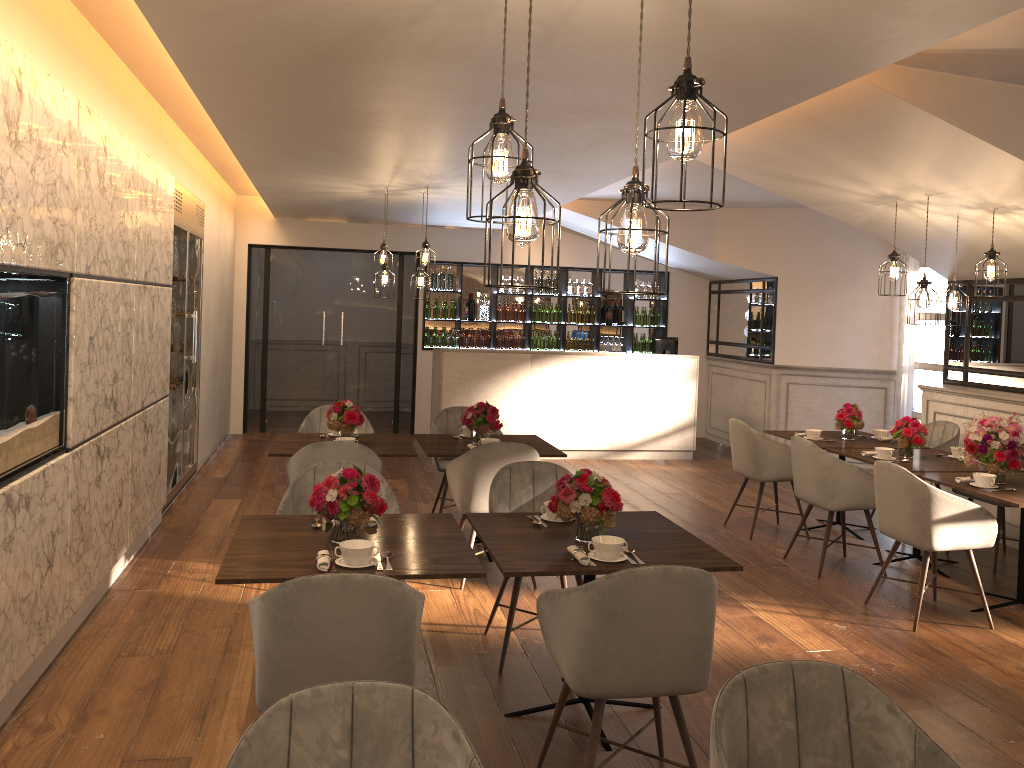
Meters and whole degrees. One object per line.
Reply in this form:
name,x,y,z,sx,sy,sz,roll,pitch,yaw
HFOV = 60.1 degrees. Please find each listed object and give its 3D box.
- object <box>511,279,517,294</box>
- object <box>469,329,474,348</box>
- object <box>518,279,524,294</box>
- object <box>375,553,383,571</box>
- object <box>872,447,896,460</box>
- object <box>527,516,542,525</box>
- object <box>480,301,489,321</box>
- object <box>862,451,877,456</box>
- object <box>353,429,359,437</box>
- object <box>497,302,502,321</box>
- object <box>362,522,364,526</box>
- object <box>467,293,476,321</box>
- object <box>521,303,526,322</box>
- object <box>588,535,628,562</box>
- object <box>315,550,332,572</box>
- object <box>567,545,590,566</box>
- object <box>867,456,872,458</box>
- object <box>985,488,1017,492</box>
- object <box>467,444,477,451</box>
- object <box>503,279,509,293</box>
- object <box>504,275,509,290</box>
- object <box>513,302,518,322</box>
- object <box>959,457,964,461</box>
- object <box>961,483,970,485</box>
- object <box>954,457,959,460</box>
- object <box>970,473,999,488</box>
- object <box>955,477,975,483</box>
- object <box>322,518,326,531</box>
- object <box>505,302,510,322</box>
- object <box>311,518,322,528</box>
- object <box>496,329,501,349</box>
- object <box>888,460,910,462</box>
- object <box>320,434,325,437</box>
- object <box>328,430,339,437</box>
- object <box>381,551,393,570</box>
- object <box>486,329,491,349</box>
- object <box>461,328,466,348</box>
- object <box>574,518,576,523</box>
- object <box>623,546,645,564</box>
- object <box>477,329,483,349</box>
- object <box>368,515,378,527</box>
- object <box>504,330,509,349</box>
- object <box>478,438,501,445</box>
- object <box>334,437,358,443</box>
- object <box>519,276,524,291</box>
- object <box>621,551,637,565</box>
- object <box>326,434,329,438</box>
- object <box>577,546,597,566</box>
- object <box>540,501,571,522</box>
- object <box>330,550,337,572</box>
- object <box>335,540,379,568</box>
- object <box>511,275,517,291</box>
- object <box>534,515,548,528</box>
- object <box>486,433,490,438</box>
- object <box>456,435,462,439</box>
object,0.024,-1.277,11.561,0.070,0.190,0.041,2,2,-12
object,-0.521,-0.593,11.503,0.065,0.261,0.066,1,2,-33
object,0.122,-1.275,11.581,0.070,0.190,0.041,2,2,-12
object,-0.474,0.630,3.143,0.022,0.004,0.211,1,5,-12
object,2.510,0.471,5.967,0.148,0.072,0.148,4,5,31
object,0.091,0.588,3.833,0.043,0.015,0.198,1,5,-15
object,-0.360,-0.961,11.522,0.108,0.281,0.108,3,2,34
object,2.486,0.478,6.079,0.175,0.039,0.056,1,4,-12
object,-1.089,0.343,6.160,0.056,0.039,0.176,1,5,-12
object,-0.168,-0.949,11.564,0.065,0.261,0.066,1,2,-33
object,-0.622,0.569,3.697,0.025,0.024,0.193,1,5,-12
object,-0.523,-1.004,11.493,0.104,0.359,0.104,1,2,-40
object,0.156,-0.943,11.630,0.065,0.261,0.066,1,2,-33
object,0.356,0.614,3.285,0.148,0.072,0.148,4,5,31
object,-0.656,0.611,3.078,0.056,0.039,0.176,1,5,-12
object,0.244,0.628,3.263,0.056,0.039,0.176,1,5,-12
object,2.502,0.488,6.047,0.192,0.024,0.025,1,3,-12
object,2.737,0.592,4.947,0.197,0.015,0.043,1,5,-15
object,-0.256,0.410,5.710,0.056,0.039,0.176,1,5,-12
object,-0.075,-1.278,11.541,0.070,0.190,0.041,2,2,-12
object,-0.073,-1.315,11.540,0.069,0.208,0.040,2,2,-12
object,0.048,-0.945,11.608,0.065,0.261,0.066,1,2,-33
object,3.121,0.507,6.013,0.175,0.039,0.056,1,4,-12
object,2.689,0.570,5.134,0.192,0.024,0.025,1,3,-12
object,3.104,0.510,6.045,0.192,0.024,0.025,1,3,-12
object,2.696,0.553,5.054,0.148,0.072,0.148,4,5,31
object,2.672,0.560,5.166,0.175,0.039,0.056,1,4,-12
object,-0.773,0.578,3.649,0.022,0.004,0.211,1,5,-12
object,-0.060,-0.947,11.586,0.065,0.261,0.066,1,2,-33
object,-0.808,0.571,3.649,0.043,0.015,0.198,1,5,-15
object,-0.181,-0.587,11.572,0.065,0.261,0.066,1,2,-33
object,2.550,0.510,5.861,0.197,0.015,0.043,1,5,-15
object,-1.301,0.352,6.097,0.043,0.015,0.198,1,5,-8
object,-1.200,0.324,6.137,0.148,0.072,0.148,3,4,11
object,-0.438,0.626,3.143,0.043,0.015,0.198,1,5,-15
object,-0.305,-0.589,11.547,0.065,0.261,0.066,1,2,-33
object,-0.629,-0.595,11.480,0.065,0.261,0.066,1,2,-33
object,0.278,0.586,3.882,0.025,0.024,0.193,1,5,-12
object,0.462,0.643,3.328,0.043,0.015,0.198,1,5,-15
object,-0.413,-0.591,11.525,0.065,0.261,0.066,1,2,-33
object,-0.590,0.562,3.713,0.056,0.039,0.176,1,5,-12
object,-0.073,-0.585,11.594,0.065,0.261,0.066,1,2,-33
object,-0.144,0.395,5.732,0.148,0.072,0.148,4,5,31
object,-1.043,0.378,5.548,0.148,0.072,0.148,4,5,31
object,0.124,-1.311,11.580,0.069,0.208,0.040,2,2,-12
object,0.426,0.647,3.328,0.022,0.004,0.211,1,5,-12
object,-1.273,0.359,6.096,0.022,0.004,0.211,1,5,-12
object,0.276,0.635,3.279,0.025,0.024,0.193,1,5,-12
object,0.199,0.560,3.874,0.148,0.072,0.148,4,5,31
object,-0.624,0.618,3.095,0.025,0.024,0.193,1,5,-12
object,-0.543,0.596,3.101,0.148,0.072,0.148,4,5,31
object,0.025,-1.313,11.560,0.069,0.208,0.040,2,2,-12
object,0.127,0.595,3.834,0.022,0.004,0.211,1,5,-12
object,-0.190,0.360,6.345,0.056,0.039,0.176,1,5,-12
object,-0.373,0.376,6.281,0.022,0.004,0.211,1,5,-12
